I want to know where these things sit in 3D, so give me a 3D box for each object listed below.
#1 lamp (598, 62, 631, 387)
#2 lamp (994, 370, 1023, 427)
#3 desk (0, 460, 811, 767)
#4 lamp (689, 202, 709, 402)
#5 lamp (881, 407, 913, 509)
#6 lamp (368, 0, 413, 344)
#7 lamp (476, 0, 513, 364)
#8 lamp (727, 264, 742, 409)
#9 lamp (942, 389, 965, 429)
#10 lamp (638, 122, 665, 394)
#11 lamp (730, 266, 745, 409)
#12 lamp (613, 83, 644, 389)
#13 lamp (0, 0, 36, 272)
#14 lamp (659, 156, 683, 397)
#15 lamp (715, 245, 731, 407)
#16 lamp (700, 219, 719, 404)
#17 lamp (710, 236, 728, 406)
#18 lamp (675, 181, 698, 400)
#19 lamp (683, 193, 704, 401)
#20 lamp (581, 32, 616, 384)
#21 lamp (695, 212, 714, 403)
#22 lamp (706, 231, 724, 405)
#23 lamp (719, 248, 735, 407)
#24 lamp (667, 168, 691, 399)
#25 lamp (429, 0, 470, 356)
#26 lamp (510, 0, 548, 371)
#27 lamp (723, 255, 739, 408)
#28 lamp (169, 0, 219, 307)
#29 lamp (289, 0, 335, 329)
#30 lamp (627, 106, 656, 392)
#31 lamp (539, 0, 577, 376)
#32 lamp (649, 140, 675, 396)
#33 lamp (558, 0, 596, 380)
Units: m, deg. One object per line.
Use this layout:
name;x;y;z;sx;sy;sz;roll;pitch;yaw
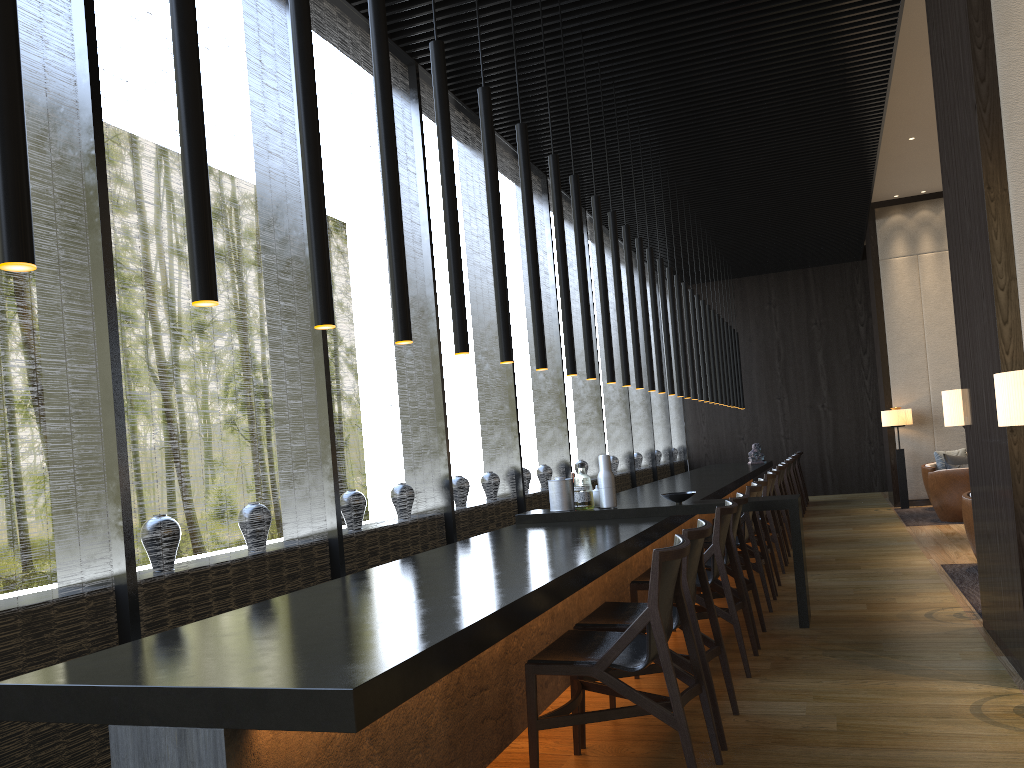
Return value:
lamp;0.726;-1.186;6.397;0.060;2.417;0.060;-5;-1;15
lamp;2.127;0.582;3.410;0.375;1.349;0.375;-5;-1;10
desk;-0.736;0.931;1.057;1.783;0.758;28.747;-6;-5;20
lamp;2.183;-0.993;10.403;0.060;2.417;0.060;-5;-1;15
lamp;5.184;0.988;11.813;0.374;1.349;0.376;-4;-2;-41
lamp;-0.475;-1.346;3.096;0.060;2.417;0.060;-5;-1;15
lamp;-0.124;-1.299;4.061;0.060;2.417;0.060;-5;-1;15
lamp;3.516;-0.816;14.067;0.060;2.417;0.060;-5;-1;15
lamp;2.746;0.664;5.109;0.374;1.349;0.376;-4;-2;-41
lamp;1.200;-1.124;7.701;0.060;2.417;0.060;-5;-1;15
lamp;3.692;-0.793;14.553;0.060;2.417;0.060;-5;-1;15
lamp;0.882;-1.166;6.826;0.060;2.417;0.060;-5;-1;15
lamp;-1.003;-1.416;1.642;0.060;2.417;0.060;-5;-1;15
lamp;1.535;-1.079;8.621;0.060;2.417;0.060;-5;-1;15
lamp;2.998;-0.885;12.643;0.060;2.417;0.060;-5;-1;15
lamp;2.503;-0.951;11.283;0.060;2.417;0.060;-5;-1;15
lamp;2.834;-0.907;12.192;0.060;2.417;0.060;-5;-1;15
lamp;1.859;-1.036;9.513;0.060;2.417;0.060;-5;-1;15
lamp;2.028;-1.014;9.977;0.060;2.417;0.060;-5;-1;25
lamp;0.567;-1.208;5.960;0.060;2.417;0.060;-5;-1;15
lamp;2.345;-0.972;10.848;0.060;2.417;0.060;-5;-1;15
lamp;2.673;-0.928;11.751;0.060;2.417;0.060;-5;-1;15
lamp;3.171;-0.862;13.120;0.060;2.417;0.060;-5;-1;15
lamp;1.690;-1.058;9.048;0.060;2.417;0.060;-5;-1;25
lamp;-0.299;-1.323;3.578;0.060;2.417;0.060;-5;-1;15
lamp;0.053;-1.276;4.546;0.060;2.417;0.060;-5;-1;15
lamp;3.342;-0.839;13.589;0.060;2.417;0.060;-5;-1;15
lamp;-0.828;-1.393;2.125;0.060;2.417;0.060;-5;-1;15
lamp;-0.648;-1.369;2.619;0.060;2.417;0.060;-5;-1;15
lamp;1.048;-1.144;7.282;0.060;2.417;0.060;-5;-1;15
lamp;0.241;-1.251;5.064;0.060;2.417;0.060;-5;-1;15
lamp;1.372;-1.101;8.172;0.060;2.417;0.060;-5;-1;25
lamp;0.389;-1.231;5.469;0.060;2.417;0.060;-5;-1;15
